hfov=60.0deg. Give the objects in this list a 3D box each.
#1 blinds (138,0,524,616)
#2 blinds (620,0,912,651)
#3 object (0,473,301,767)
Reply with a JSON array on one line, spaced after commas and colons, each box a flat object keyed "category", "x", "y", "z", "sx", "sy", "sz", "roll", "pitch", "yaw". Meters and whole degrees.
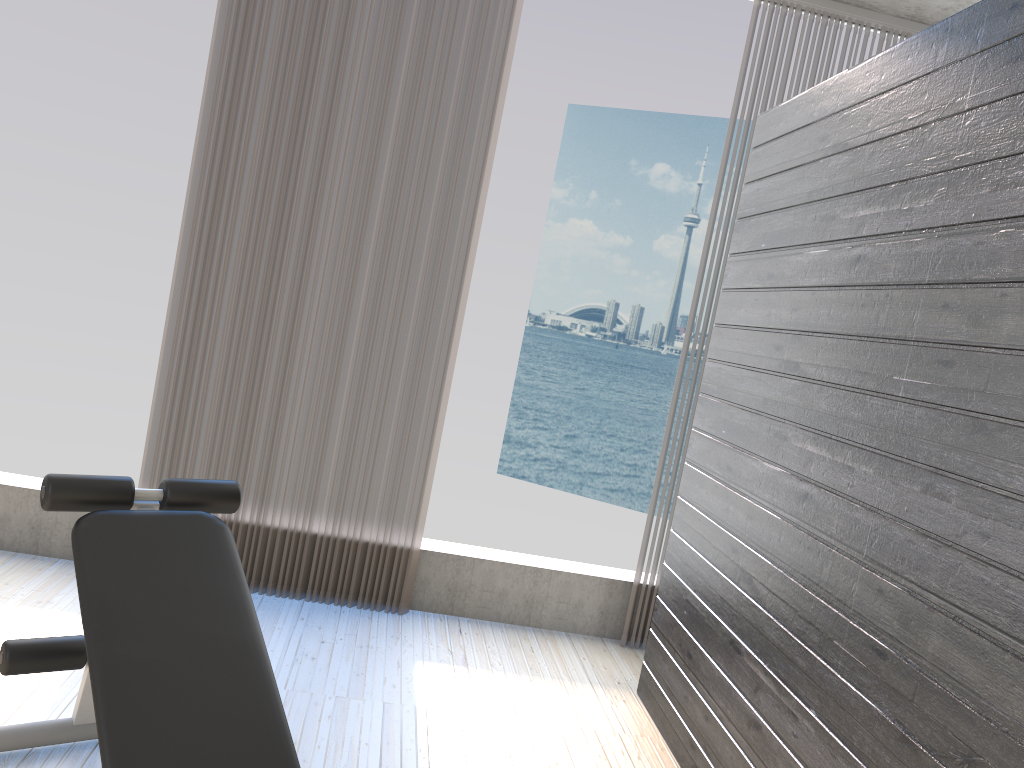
[{"category": "blinds", "x": -0.716, "y": -0.497, "z": 3.478, "sx": 1.133, "sy": 2.744, "sz": 0.069, "roll": 10, "pitch": 4, "yaw": -8}, {"category": "blinds", "x": 1.266, "y": -0.134, "z": 3.757, "sx": 1.133, "sy": 2.744, "sz": 0.069, "roll": 10, "pitch": 4, "yaw": -8}, {"category": "object", "x": -0.660, "y": 0.659, "z": 1.764, "sx": 0.505, "sy": 0.746, "sz": 1.312, "roll": 8, "pitch": 5, "yaw": -38}]
